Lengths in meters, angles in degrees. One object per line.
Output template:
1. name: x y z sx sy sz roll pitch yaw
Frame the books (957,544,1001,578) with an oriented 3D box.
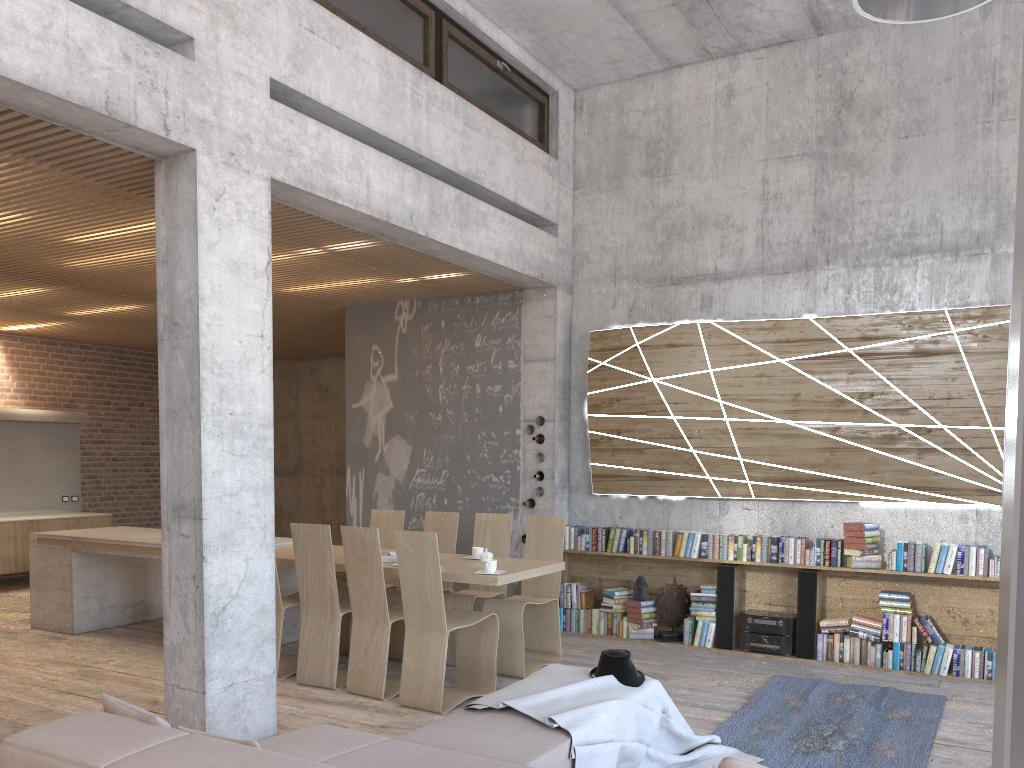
1. books: 3.628 1.335 6.594 0.489 0.221 0.214 -1 -1 30

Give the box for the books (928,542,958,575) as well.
1. books: 3.317 1.341 6.745 0.199 0.229 0.189 0 0 30

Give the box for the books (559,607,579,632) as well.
1. books: 0.542 2.244 8.394 0.273 0.221 0.204 0 -1 30

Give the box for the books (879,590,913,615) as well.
1. books: 3.052 1.737 6.961 0.239 0.161 0.189 -1 -2 30

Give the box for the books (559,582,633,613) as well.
1. books: 0.798 2.014 8.262 0.716 0.263 0.300 -2 -2 35

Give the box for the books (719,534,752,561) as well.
1. books: 1.933 1.408 7.536 0.276 0.222 0.170 0 0 31

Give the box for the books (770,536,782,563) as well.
1. books: 2.233 1.397 7.411 0.055 0.222 0.189 2 1 30

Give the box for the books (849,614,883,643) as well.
1. books: 2.838 1.955 7.015 0.243 0.193 0.154 0 0 30

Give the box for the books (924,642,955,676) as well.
1. books: 3.311 2.129 6.797 0.199 0.229 0.189 0 0 30

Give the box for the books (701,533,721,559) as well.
1. books: 1.744 1.414 7.642 0.156 0.222 0.154 1 1 30

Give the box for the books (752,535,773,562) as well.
1. books: 2.146 1.403 7.470 0.155 0.222 0.204 1 0 30

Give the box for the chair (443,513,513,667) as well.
1. chair: -0.312 1.678 7.214 0.348 1.200 0.719 2 2 26

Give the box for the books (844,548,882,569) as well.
1. books: 2.807 1.395 7.023 0.284 0.151 0.221 1 -2 -13

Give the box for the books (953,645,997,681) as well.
1. books: 3.593 2.126 6.669 0.417 0.221 0.204 -1 -1 30

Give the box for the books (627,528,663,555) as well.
1. books: 1.207 1.433 7.978 0.278 0.221 0.209 0 -1 28

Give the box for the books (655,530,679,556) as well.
1. books: 1.382 1.422 7.849 0.156 0.222 0.189 1 0 30

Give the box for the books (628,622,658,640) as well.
1. books: 1.181 2.244 7.999 0.261 0.151 0.248 1 -3 -14

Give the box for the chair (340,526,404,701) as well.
1. chair: -0.841 1.597 6.290 0.348 1.201 0.720 3 2 35

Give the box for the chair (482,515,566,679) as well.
1. chair: 0.104 1.656 6.922 0.348 1.201 0.720 2 2 30

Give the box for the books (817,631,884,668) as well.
1. books: 2.762 2.148 7.158 0.494 0.239 0.242 -1 -1 30

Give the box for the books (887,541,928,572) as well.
1. books: 3.101 1.350 6.879 0.278 0.221 0.209 0 -1 28

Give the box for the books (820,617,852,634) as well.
1. books: 2.661 1.978 7.185 0.234 0.140 0.191 -1 -2 31

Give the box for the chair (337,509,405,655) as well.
1. chair: -1.261 1.702 7.593 0.348 1.200 0.719 2 2 24

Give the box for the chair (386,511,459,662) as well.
1. chair: -0.792 1.689 7.394 0.348 1.201 0.720 2 2 30

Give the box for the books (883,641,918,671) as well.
1. books: 3.075 2.140 6.944 0.226 0.221 0.214 0 0 30

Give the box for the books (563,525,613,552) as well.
1. books: 0.682 1.454 8.273 0.489 0.221 0.214 -1 -1 30

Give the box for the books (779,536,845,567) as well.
1. books: 2.474 1.384 7.251 0.489 0.221 0.214 -1 -1 30

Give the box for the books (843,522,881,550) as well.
1. books: 2.796 1.215 7.011 0.246 0.211 0.189 1 -1 -39

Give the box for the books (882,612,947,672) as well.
1. books: 3.165 2.031 6.899 0.451 0.451 0.214 0 2 30

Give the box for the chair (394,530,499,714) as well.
1. chair: -0.433 1.574 5.985 0.348 1.201 0.720 2 2 33

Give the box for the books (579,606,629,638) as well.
1. books: 0.890 2.223 8.228 0.494 0.239 0.242 -1 -1 30

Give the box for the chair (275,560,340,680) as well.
1. chair: -1.709 1.634 6.811 0.348 1.201 0.720 3 3 35

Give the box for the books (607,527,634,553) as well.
1. books: 0.997 1.441 8.109 0.199 0.229 0.189 0 0 30

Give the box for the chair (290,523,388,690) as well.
1. chair: -1.273 1.616 6.555 0.348 1.201 0.719 2 2 27

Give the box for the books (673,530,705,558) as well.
1. books: 1.572 1.414 7.741 0.249 0.229 0.189 0 0 30
